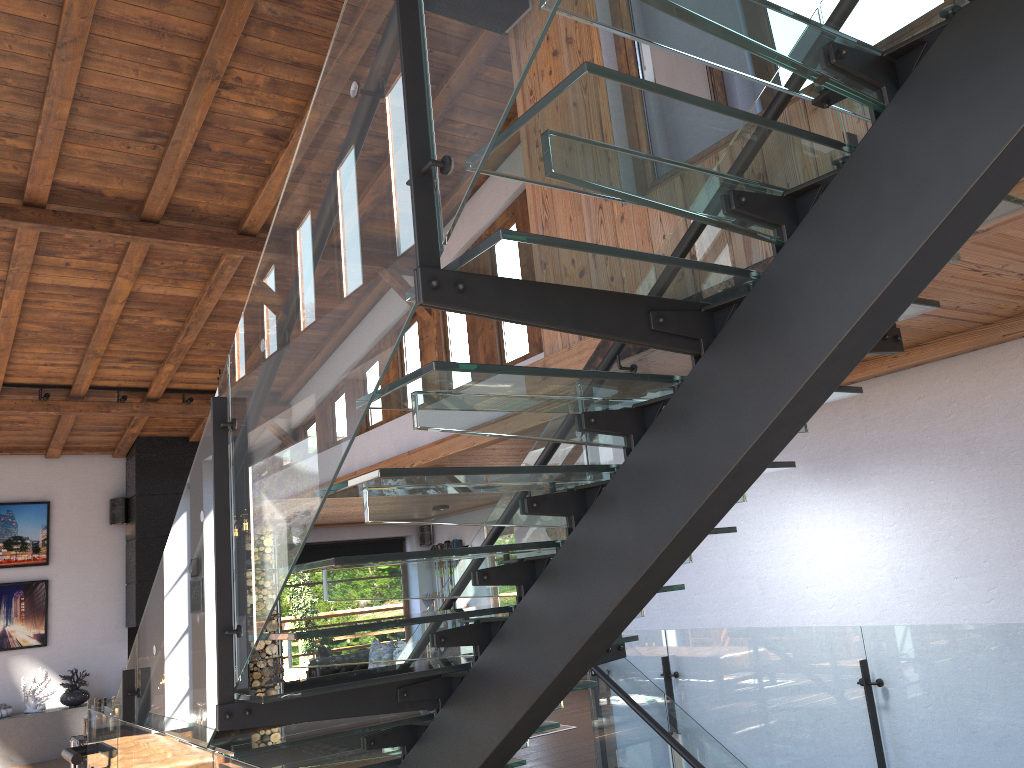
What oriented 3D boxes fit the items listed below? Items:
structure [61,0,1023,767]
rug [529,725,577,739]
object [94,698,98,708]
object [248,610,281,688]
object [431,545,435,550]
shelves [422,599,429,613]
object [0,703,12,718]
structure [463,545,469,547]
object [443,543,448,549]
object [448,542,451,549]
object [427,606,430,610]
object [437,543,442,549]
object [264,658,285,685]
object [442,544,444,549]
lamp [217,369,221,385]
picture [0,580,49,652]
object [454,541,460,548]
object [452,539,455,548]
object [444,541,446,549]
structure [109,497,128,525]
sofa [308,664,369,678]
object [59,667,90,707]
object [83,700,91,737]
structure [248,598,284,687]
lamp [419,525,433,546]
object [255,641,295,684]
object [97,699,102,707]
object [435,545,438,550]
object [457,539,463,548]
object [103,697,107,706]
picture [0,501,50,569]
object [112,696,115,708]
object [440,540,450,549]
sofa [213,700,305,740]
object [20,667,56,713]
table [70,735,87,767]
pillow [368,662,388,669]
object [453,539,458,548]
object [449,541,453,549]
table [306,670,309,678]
[{"bbox_3d":[-0.820,1.331,0.461,9.311,6.414,10.879,3,-15,-34],"label":"structure"},{"bbox_3d":[-1.444,3.820,9.756,2.458,0.054,3.990,2,-15,-34],"label":"rug"},{"bbox_3d":[-3.476,2.772,7.405,0.088,0.287,0.086,0,-14,-24],"label":"object"},{"bbox_3d":[-3.547,3.304,12.369,0.499,2.618,0.460,3,-16,-34],"label":"object"},{"bbox_3d":[-1.287,3.338,14.883,0.058,1.252,0.122,-15,-16,36],"label":"object"},{"bbox_3d":[0.381,3.432,12.676,0.619,0.991,6.555,3,-15,-34],"label":"shelves"},{"bbox_3d":[-6.047,3.854,10.443,0.284,0.161,0.255,2,-15,-32],"label":"object"},{"bbox_3d":[-1.044,2.806,14.811,0.322,0.135,1.037,3,-15,-34],"label":"structure"},{"bbox_3d":[-1.052,3.242,14.558,0.120,1.252,0.059,-8,-13,11],"label":"object"},{"bbox_3d":[-0.990,3.241,14.584,0.119,1.252,0.059,-15,-16,36],"label":"object"},{"bbox_3d":[-1.355,3.857,15.245,0.188,0.084,0.351,-6,-12,1],"label":"object"},{"bbox_3d":[-1.136,3.486,14.897,0.116,1.610,0.094,3,-16,-34],"label":"object"},{"bbox_3d":[-3.201,4.121,11.969,0.260,0.797,0.270,-16,-16,37],"label":"object"},{"bbox_3d":[-1.118,3.295,14.769,0.119,1.252,0.059,-15,-16,36],"label":"object"},{"bbox_3d":[-3.227,0.784,10.092,0.264,2.207,0.792,7,-18,-43],"label":"lamp"},{"bbox_3d":[-6.221,2.868,10.928,0.889,0.818,0.035,3,-16,-34],"label":"picture"},{"bbox_3d":[-0.841,3.183,14.391,0.120,1.252,0.059,-9,-13,16],"label":"object"},{"bbox_3d":[-0.884,3.388,14.653,0.112,1.626,0.072,3,-16,-35],"label":"object"},{"bbox_3d":[-1.031,3.439,14.811,0.112,1.626,0.072,3,-16,-35],"label":"object"},{"bbox_3d":[-5.260,1.705,11.856,0.216,0.350,0.211,3,-16,-34],"label":"structure"},{"bbox_3d":[-1.385,3.581,10.533,1.253,0.840,2.532,3,-15,-35],"label":"sofa"},{"bbox_3d":[-5.383,3.731,10.917,0.343,0.456,0.331,-4,-13,-10],"label":"object"},{"bbox_3d":[-3.476,2.747,7.291,0.088,0.287,0.086,0,-14,-22],"label":"object"},{"bbox_3d":[-3.537,3.296,12.367,0.507,2.623,0.505,3,-16,-34],"label":"structure"},{"bbox_3d":[-1.509,2.662,15.570,0.216,0.350,0.211,3,-16,-34],"label":"lamp"},{"bbox_3d":[-2.477,3.043,9.178,0.410,0.810,0.613,0,-14,-23],"label":"object"},{"bbox_3d":[-3.386,2.734,7.277,0.087,0.287,0.087,-7,-13,4],"label":"object"},{"bbox_3d":[-1.246,3.350,14.953,0.119,1.252,0.059,-15,-16,36],"label":"object"},{"bbox_3d":[-0.770,3.331,14.370,0.116,1.610,0.094,3,-16,-34],"label":"object"},{"bbox_3d":[-3.386,2.755,7.372,0.086,0.287,0.088,-14,-15,32],"label":"object"},{"bbox_3d":[-6.318,1.900,11.152,0.889,0.818,0.035,3,-16,-34],"label":"picture"},{"bbox_3d":[-3.298,2.737,7.333,0.086,0.287,0.088,-14,-15,31],"label":"object"},{"bbox_3d":[-1.064,3.421,14.713,0.257,1.626,0.102,5,-16,-38],"label":"object"},{"bbox_3d":[-1.823,3.011,7.745,2.594,0.840,1.223,3,-15,-35],"label":"sofa"},{"bbox_3d":[-5.713,3.673,10.622,0.423,0.533,0.261,-11,-14,23],"label":"object"},{"bbox_3d":[-3.367,3.183,7.249,0.410,0.611,0.412,3,-16,-34],"label":"table"},{"bbox_3d":[-1.638,3.392,11.012,0.286,0.470,0.521,2,-15,-31],"label":"pillow"},{"bbox_3d":[-0.852,3.371,14.588,0.112,1.626,0.072,3,-16,-35],"label":"object"},{"bbox_3d":[-0.948,3.192,14.383,0.120,1.252,0.059,-11,-14,21],"label":"object"},{"bbox_3d":[-2.424,4.045,11.604,0.410,0.611,0.412,3,-16,-34],"label":"table"}]
